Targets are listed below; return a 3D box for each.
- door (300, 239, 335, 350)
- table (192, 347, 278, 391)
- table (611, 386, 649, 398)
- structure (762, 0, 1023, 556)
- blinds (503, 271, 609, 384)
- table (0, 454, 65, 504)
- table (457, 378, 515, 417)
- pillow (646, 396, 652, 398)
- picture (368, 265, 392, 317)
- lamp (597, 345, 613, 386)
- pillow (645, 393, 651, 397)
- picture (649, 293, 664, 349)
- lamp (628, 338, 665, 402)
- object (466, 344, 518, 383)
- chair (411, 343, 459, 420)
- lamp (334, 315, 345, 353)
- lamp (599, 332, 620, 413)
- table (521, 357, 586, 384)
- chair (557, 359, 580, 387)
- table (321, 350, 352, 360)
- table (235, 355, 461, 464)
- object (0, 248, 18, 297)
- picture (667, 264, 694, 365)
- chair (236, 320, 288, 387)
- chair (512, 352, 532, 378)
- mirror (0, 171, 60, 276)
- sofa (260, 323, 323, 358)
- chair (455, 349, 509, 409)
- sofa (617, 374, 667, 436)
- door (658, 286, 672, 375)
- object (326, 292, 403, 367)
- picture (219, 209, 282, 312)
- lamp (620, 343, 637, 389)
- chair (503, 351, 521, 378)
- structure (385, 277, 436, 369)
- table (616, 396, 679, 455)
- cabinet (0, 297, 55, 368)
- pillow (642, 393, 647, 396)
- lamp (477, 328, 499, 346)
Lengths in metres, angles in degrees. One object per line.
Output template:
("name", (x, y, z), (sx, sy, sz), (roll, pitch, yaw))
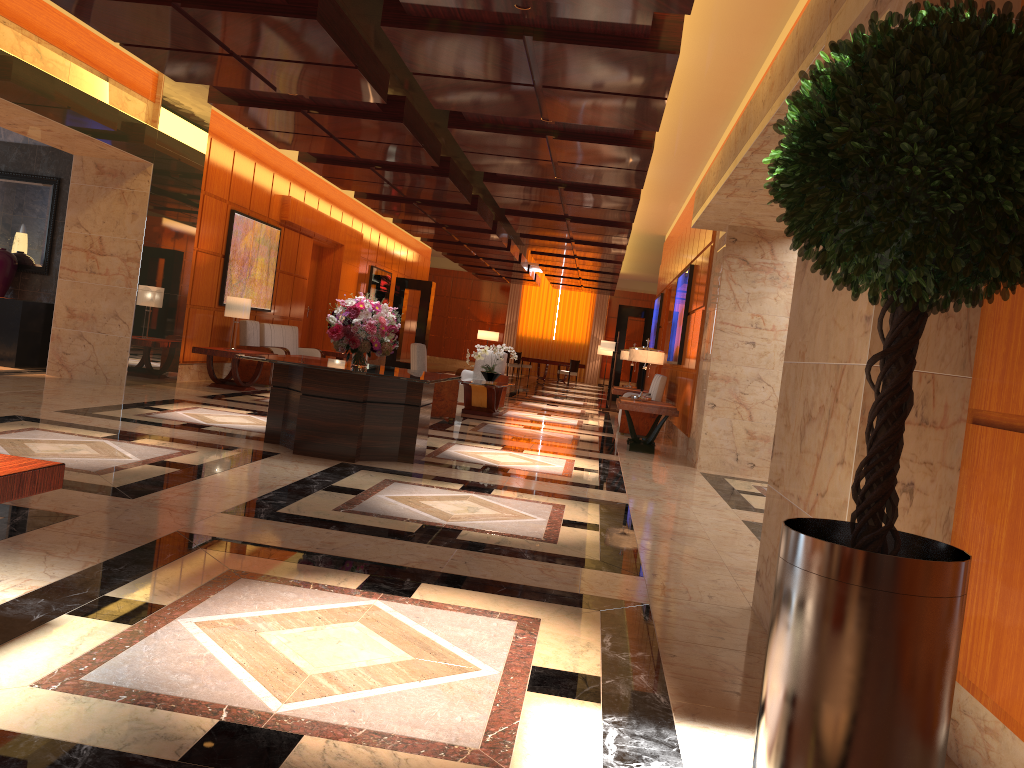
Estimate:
("door", (-4.141, -1.547, 17.945), (0.341, 2.650, 1.500), (7, 1, 5))
("table", (-3.886, -0.205, 12.421), (0.725, 0.534, 1.168), (8, 2, 8))
("table", (2.075, 0.396, 15.460), (0.726, 0.606, 1.270), (8, 2, 6))
("structure", (0.854, 0.013, 1.956), (0.720, 1.712, 0.723), (7, 1, -17))
("blinds", (1.668, -2.252, 34.545), (3.854, 4.064, 0.149), (7, 0, 6))
("table", (-2.109, 0.459, 2.607), (1.168, 0.534, 0.725), (8, 2, 5))
("table", (-0.453, 0.216, 13.463), (0.723, 0.496, 1.560), (8, 2, 8))
("pillow", (1.995, 0.281, 13.323), (0.202, 0.229, 0.273), (8, 2, 8))
("picture", (-3.384, -2.187, 22.482), (0.056, 1.451, 1.997), (7, 2, 5))
("lamp", (3.602, -0.747, 33.711), (0.809, 1.660, 0.813), (7, 1, -45))
("pillow", (2.074, 0.258, 13.764), (0.160, 0.253, 0.358), (7, 2, 2))
("picture", (3.149, -1.213, 19.530), (0.056, 1.451, 1.997), (7, 2, 5))
("lamp", (1.705, -0.185, 11.396), (0.459, 0.810, 0.458), (8, 1, 15))
("object", (-0.315, -0.332, 13.573), (0.787, 0.617, 0.418), (7, 1, -17))
("chair", (-1.083, -0.047, 12.030), (0.628, 0.960, 0.739), (7, 1, -16))
("lamp", (0.260, -0.296, 12.100), (0.334, 0.734, 13.036), (7, 2, -35))
("lamp", (2.025, -0.267, 18.269), (0.526, 1.660, 0.360), (7, 0, -5))
("table", (1.370, -0.424, 30.065), (2.103, 0.741, 0.785), (6, 2, -23))
("chair", (1.892, -0.381, 29.188), (0.583, 0.894, 0.578), (7, 1, -42))
("table", (-3.405, -0.363, 17.408), (0.725, 0.534, 1.168), (8, 2, 8))
("table", (-1.398, 0.215, 7.803), (1.601, 0.744, 1.601), (8, 2, 5))
("object", (-7.108, -1.528, 11.856), (0.862, 0.652, 0.520), (7, 1, 5))
("picture", (2.587, -1.027, 13.697), (0.056, 1.451, 1.997), (7, 2, 5))
("chair", (-3.846, -0.473, 13.610), (0.629, 0.960, 0.738), (7, 1, 4))
("chair", (0.325, -0.673, 31.226), (0.578, 0.894, 0.583), (8, 1, 33))
("mirror", (-7.084, -2.248, 12.102), (1.767, 1.338, 0.029), (8, 0, 6))
("sofa", (-3.804, -0.527, 15.230), (0.613, 0.932, 1.799), (7, 2, 6))
("chair", (-0.502, -0.102, 14.970), (0.739, 0.960, 0.627), (8, 1, 24))
("sofa", (1.999, 0.287, 13.752), (0.613, 0.932, 1.799), (7, 2, 6))
("door", (3.110, -0.582, 17.257), (0.341, 2.650, 1.538), (7, 1, 5))
("object", (-1.308, -0.483, 7.819), (0.649, 0.658, 0.681), (7, 1, -3))
("picture", (-4.177, -1.925, 14.259), (0.056, 1.451, 1.997), (7, 2, 5))
("lamp", (2.105, -0.325, 15.531), (0.457, 0.793, 0.460), (7, 1, -33))
("chair", (-0.109, -0.677, 30.045), (0.578, 0.894, 0.583), (8, 1, 43))
("structure", (-2.717, -1.541, 23.687), (0.986, 2.497, 0.500), (7, 0, 5))
("table", (1.670, 0.530, 11.257), (0.726, 0.606, 1.270), (8, 2, 6))
("cabinet", (-7.306, -0.781, 11.744), (2.191, 0.868, 0.784), (8, 1, 5))
("pillow", (2.087, 0.249, 14.200), (0.195, 0.227, 0.344), (8, 2, 10))
("lamp", (-0.982, -1.359, 34.158), (0.809, 1.660, 0.813), (7, 1, -45))
